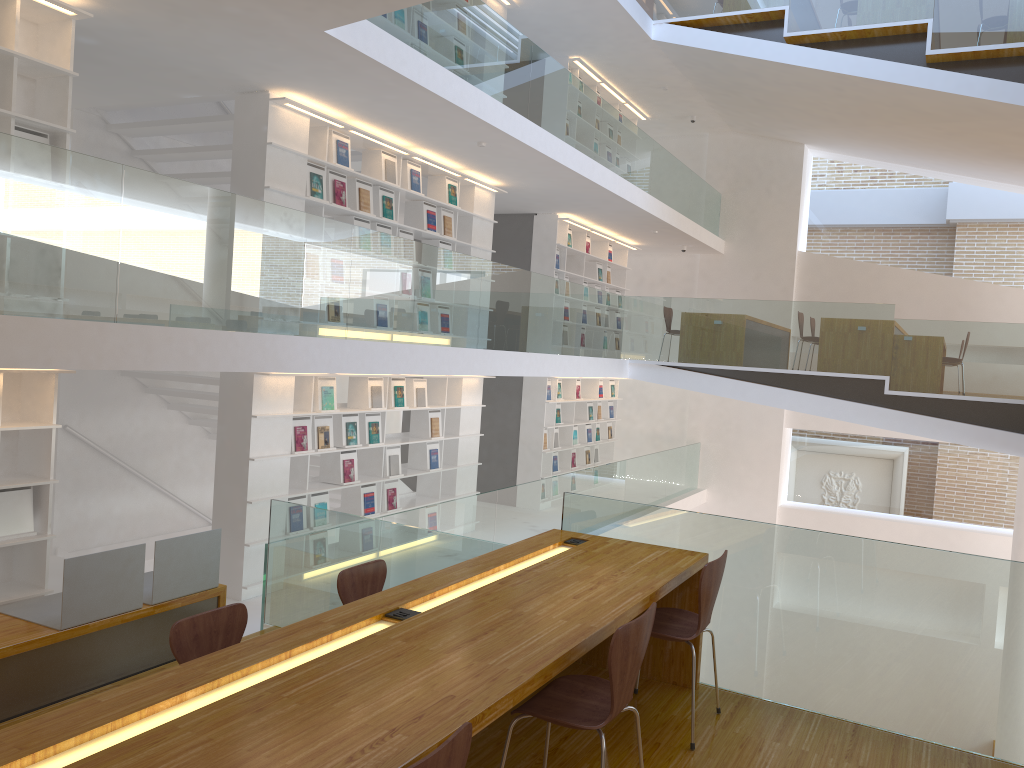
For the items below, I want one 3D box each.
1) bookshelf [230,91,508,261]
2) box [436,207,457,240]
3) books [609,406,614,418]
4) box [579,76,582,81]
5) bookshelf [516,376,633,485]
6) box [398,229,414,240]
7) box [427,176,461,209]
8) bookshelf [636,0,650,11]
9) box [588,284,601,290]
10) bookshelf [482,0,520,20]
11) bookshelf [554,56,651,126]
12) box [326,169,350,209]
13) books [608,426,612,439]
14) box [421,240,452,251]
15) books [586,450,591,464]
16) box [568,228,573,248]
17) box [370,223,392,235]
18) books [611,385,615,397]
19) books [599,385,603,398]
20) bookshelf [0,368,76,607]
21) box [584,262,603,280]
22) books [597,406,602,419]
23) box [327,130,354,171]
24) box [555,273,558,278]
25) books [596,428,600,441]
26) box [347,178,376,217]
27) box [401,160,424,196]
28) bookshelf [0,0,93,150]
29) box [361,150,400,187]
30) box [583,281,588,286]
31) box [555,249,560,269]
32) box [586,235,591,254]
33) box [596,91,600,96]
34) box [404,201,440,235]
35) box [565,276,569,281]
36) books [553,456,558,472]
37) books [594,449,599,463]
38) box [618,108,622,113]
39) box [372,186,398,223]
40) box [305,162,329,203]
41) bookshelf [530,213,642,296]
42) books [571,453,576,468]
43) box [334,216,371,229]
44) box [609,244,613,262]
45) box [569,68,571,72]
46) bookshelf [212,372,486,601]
[{"bbox_3d":[-1.145,-1.304,8.372,0.498,1.836,3.666,5,2,26],"label":"bookshelf"},{"bbox_3d":[-0.739,-1.648,9.134,0.274,0.296,0.245,5,2,26],"label":"box"},{"bbox_3d":[1.575,0.454,14.020,0.037,0.210,0.145,5,2,26],"label":"books"},{"bbox_3d":[0.823,-4.024,12.011,0.274,0.296,0.245,5,2,26],"label":"box"},{"bbox_3d":[0.985,0.746,12.970,0.498,1.836,2.984,5,2,26],"label":"bookshelf"},{"bbox_3d":[-1.083,-1.319,8.499,0.274,0.296,0.245,5,2,26],"label":"box"},{"bbox_3d":[-0.696,-1.976,9.167,0.274,0.296,0.245,5,2,26],"label":"box"},{"bbox_3d":[1.386,-5.361,12.763,0.498,1.836,2.984,5,2,26],"label":"bookshelf"},{"bbox_3d":[1.199,-1.330,13.210,0.274,0.296,0.245,5,2,26],"label":"box"},{"bbox_3d":[-1.011,-3.345,8.303,0.498,1.836,3.666,5,2,26],"label":"bookshelf"},{"bbox_3d":[1.254,-3.351,12.831,0.498,1.836,2.984,5,2,26],"label":"bookshelf"},{"bbox_3d":[-1.550,-1.647,7.538,0.274,0.296,0.245,5,2,26],"label":"box"},{"bbox_3d":[1.555,0.778,14.034,0.037,0.210,0.145,5,2,26],"label":"books"},{"bbox_3d":[-0.760,-1.320,9.147,0.274,0.296,0.245,5,2,26],"label":"box"},{"bbox_3d":[1.138,1.098,13.251,0.037,0.210,0.145,5,2,26],"label":"books"},{"bbox_3d":[0.689,-1.983,12.080,0.274,0.296,0.245,5,2,26],"label":"box"},{"bbox_3d":[-1.248,-1.318,8.168,0.274,0.296,0.245,5,2,26],"label":"box"},{"bbox_3d":[1.594,0.118,14.010,0.037,0.210,0.145,5,2,26],"label":"books"},{"bbox_3d":[1.354,0.124,13.530,0.037,0.210,0.145,5,2,26],"label":"books"},{"bbox_3d":[-3.495,0.756,3.996,0.498,1.836,2.984,5,2,26],"label":"bookshelf"},{"bbox_3d":[1.220,-1.657,13.199,0.274,0.296,0.245,5,2,26],"label":"box"},{"bbox_3d":[1.333,0.438,13.540,0.037,0.210,0.145,5,2,26],"label":"books"},{"bbox_3d":[-1.517,-1.974,7.521,0.274,0.296,0.245,5,2,26],"label":"box"},{"bbox_3d":[0.479,-1.328,11.768,0.274,0.296,0.245,5,2,26],"label":"box"},{"bbox_3d":[1.308,0.774,13.537,0.037,0.210,0.145,5,2,26],"label":"books"},{"bbox_3d":[-1.379,-1.646,7.853,0.274,0.296,0.245,5,2,26],"label":"box"},{"bbox_3d":[-1.014,-1.975,8.530,0.274,0.296,0.245,5,2,26],"label":"box"},{"bbox_3d":[-3.361,-1.300,3.926,0.498,1.836,2.984,5,2,26],"label":"bookshelf"},{"bbox_3d":[-1.200,-1.974,8.157,0.274,0.296,0.245,5,2,26],"label":"box"},{"bbox_3d":[0.959,-1.329,12.729,0.274,0.296,0.245,5,2,26],"label":"box"},{"bbox_3d":[0.497,-1.656,11.751,0.274,0.296,0.245,5,2,26],"label":"box"},{"bbox_3d":[0.994,-1.985,12.686,0.274,0.296,0.245,5,2,26],"label":"box"},{"bbox_3d":[1.128,-4.026,12.617,0.274,0.296,0.245,5,2,26],"label":"box"},{"bbox_3d":[-0.891,-1.650,8.830,0.274,0.296,0.245,5,2,26],"label":"box"},{"bbox_3d":[0.647,-1.329,12.104,0.274,0.296,0.245,5,2,26],"label":"box"},{"bbox_3d":[0.591,1.092,12.155,0.037,0.210,0.145,5,2,26],"label":"books"},{"bbox_3d":[1.286,1.098,13.548,0.037,0.210,0.145,5,2,26],"label":"books"},{"bbox_3d":[1.537,-4.026,13.442,0.274,0.296,0.245,5,2,26],"label":"box"},{"bbox_3d":[-1.225,-1.646,8.162,0.274,0.296,0.245,5,2,26],"label":"box"},{"bbox_3d":[-1.675,-1.647,7.260,0.274,0.296,0.245,5,2,26],"label":"box"},{"bbox_3d":[1.120,-1.310,12.900,0.498,1.836,2.984,5,2,26],"label":"bookshelf"},{"bbox_3d":[0.884,1.095,12.749,0.037,0.210,0.145,5,2,26],"label":"books"},{"bbox_3d":[-1.400,-1.319,7.865,0.274,0.296,0.245,5,2,26],"label":"box"},{"bbox_3d":[1.404,-1.985,13.511,0.274,0.296,0.245,5,2,26],"label":"box"},{"bbox_3d":[0.645,-4.024,11.656,0.274,0.296,0.245,5,2,26],"label":"box"},{"bbox_3d":[-1.325,0.747,8.464,0.397,1.836,3.666,5,2,26],"label":"bookshelf"}]
